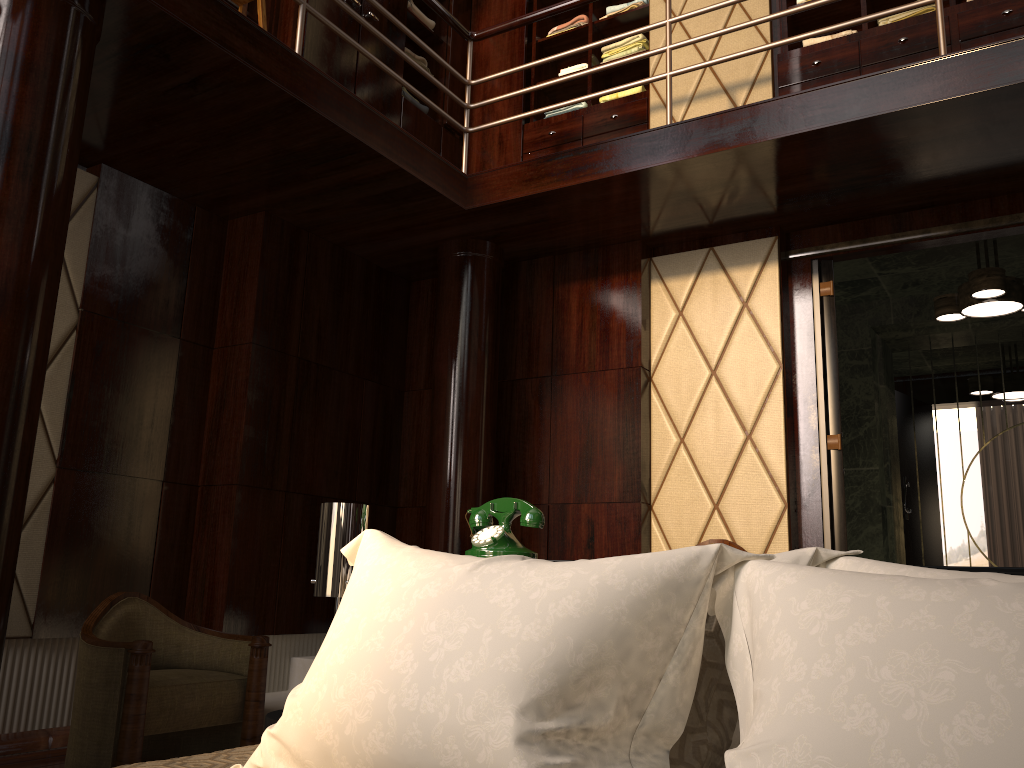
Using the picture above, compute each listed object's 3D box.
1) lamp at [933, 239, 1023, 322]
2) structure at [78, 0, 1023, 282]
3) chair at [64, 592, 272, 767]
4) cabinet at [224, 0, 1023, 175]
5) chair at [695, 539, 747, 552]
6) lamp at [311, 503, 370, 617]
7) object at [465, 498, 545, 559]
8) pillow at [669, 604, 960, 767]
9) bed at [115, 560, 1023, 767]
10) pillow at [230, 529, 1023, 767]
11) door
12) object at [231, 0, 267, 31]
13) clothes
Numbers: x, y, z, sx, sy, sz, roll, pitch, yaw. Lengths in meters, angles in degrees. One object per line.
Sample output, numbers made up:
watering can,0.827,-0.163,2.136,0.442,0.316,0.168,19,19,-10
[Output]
lamp,2.242,-0.510,4.262,0.515,0.347,0.467,9,-14,-28
structure,0.879,-0.541,1.932,6.107,3.189,3.750,-6,-15,31
chair,-1.125,0.957,2.847,0.462,0.550,0.571,-6,-15,31
cabinet,1.597,-2.152,3.405,6.767,2.432,2.576,-6,-15,31
chair,0.728,0.865,3.426,0.571,0.550,0.462,-6,-15,31
lamp,-0.338,0.429,1.729,0.106,0.385,0.109,-8,-16,38
object,-0.018,0.305,1.858,0.158,0.131,0.178,3,-13,-6
pillow,0.260,0.345,0.946,1.123,0.271,0.293,-6,-15,31
bed,-0.025,0.408,0.526,1.985,0.660,2.381,-6,-15,31
pillow,0.253,0.327,0.986,1.322,0.320,0.685,-6,-15,32
door,1.999,0.353,3.775,1.435,1.820,0.828,-6,-15,30
object,-1.116,-1.517,3.597,0.258,0.974,0.275,-6,-15,31
clothes,1.602,-2.000,4.235,4.996,0.954,0.818,-4,-14,24
